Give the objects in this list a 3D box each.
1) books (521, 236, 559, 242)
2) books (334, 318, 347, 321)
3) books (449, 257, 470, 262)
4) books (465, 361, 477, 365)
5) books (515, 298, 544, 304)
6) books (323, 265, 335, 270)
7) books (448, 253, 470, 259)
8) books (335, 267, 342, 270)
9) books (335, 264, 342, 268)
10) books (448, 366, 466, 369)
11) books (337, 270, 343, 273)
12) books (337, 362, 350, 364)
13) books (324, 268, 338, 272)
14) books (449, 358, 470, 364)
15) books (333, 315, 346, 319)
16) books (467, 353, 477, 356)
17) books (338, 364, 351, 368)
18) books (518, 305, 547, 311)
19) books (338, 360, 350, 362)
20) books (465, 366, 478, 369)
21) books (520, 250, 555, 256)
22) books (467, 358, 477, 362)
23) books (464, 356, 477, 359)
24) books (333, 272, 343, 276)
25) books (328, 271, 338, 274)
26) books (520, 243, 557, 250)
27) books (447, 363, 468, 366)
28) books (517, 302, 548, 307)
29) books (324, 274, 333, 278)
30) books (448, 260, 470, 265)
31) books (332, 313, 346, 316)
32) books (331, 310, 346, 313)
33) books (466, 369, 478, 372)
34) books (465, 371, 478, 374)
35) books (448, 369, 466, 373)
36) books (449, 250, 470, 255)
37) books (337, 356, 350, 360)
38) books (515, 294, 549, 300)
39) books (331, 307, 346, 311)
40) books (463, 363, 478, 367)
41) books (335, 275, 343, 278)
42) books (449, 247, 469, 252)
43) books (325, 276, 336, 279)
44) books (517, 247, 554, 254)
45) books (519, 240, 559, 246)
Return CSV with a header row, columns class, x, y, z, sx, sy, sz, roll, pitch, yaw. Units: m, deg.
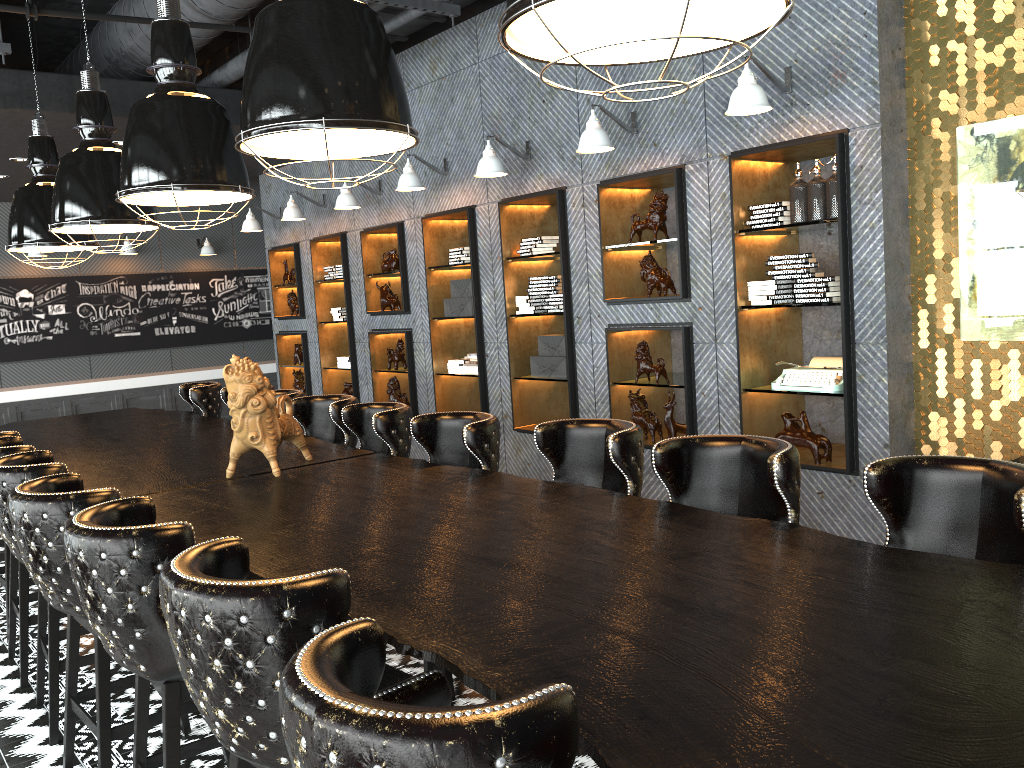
class,x,y,z,sx,sy,sz,roll,pitch,yaw
books,0.223,-1.128,6.907,0.194,0.028,0.245,-8,7,-38
books,-1.737,-0.689,9.399,0.246,0.028,0.193,-9,8,-42
books,-0.408,-1.077,7.654,0.193,0.028,0.245,-7,6,-27
books,-0.276,-0.189,7.594,0.197,0.023,0.248,-6,6,-21
books,0.178,-0.651,6.916,0.245,0.028,0.194,-7,6,-25
books,-1.876,-1.250,9.490,0.194,0.028,0.245,-9,8,-41
books,-0.394,-1.105,7.647,0.245,0.028,0.194,2,8,43
books,-1.694,-1.211,9.270,0.245,0.028,0.194,0,7,32
books,-1.695,-1.239,9.267,0.245,0.028,0.194,-1,6,24
books,-0.432,-0.154,7.845,0.227,0.024,0.166,-2,6,20
books,-1.675,-1.188,9.308,0.245,0.028,0.194,0,7,34
books,-1.728,-0.232,9.464,0.227,0.024,0.166,1,7,38
books,-1.874,-1.222,9.493,0.194,0.028,0.245,-8,7,-33
books,-0.423,-0.204,7.832,0.179,0.029,0.225,0,7,37
books,-1.739,-0.712,9.346,0.245,0.028,0.193,-7,7,-29
books,-0.258,-0.256,7.596,0.185,0.024,0.212,-9,8,-43
books,-1.710,-0.204,9.460,0.243,0.034,0.180,-2,6,21
books,0.205,-0.595,6.914,0.246,0.028,0.193,-8,7,-39
books,-1.713,-0.258,9.476,0.175,0.024,0.243,2,8,43
books,-0.275,-0.147,7.592,0.202,0.022,0.228,-8,7,-35
books,0.198,-1.012,6.895,0.193,0.028,0.245,-6,6,-22
books,-0.248,-0.213,7.594,0.247,0.023,0.244,0,7,37
books,-0.272,-0.232,7.580,0.197,0.020,0.206,-8,7,-36
books,-1.713,-1.154,9.275,0.245,0.028,0.194,1,7,39
books,-1.841,-1.198,9.521,0.194,0.028,0.245,-7,7,-31
books,0.204,-1.070,6.908,0.194,0.028,0.245,-7,7,-30
books,-0.428,-0.181,7.874,0.243,0.024,0.175,-8,7,-39
books,0.186,-0.627,6.961,0.245,0.028,0.193,-7,7,-32
books,-1.891,-1.165,9.509,0.193,0.028,0.245,-7,6,-26
books,-0.404,-1.050,7.670,0.194,0.028,0.245,-8,7,-38
books,-1.749,-0.744,9.388,0.246,0.028,0.193,-8,7,-38
books,-1.772,-0.771,9.394,0.246,0.028,0.193,-8,7,-35
books,-0.273,-0.125,7.593,0.159,0.021,0.224,-7,7,-29
books,-0.272,-0.104,7.585,0.167,0.023,0.228,-8,7,-38
books,-0.414,-0.126,7.841,0.243,0.034,0.180,0,7,31
books,-0.407,-1.137,7.691,0.194,0.028,0.245,-7,7,-32
books,-1.725,-0.282,9.458,0.179,0.029,0.225,0,7,35
books,0.180,-0.682,6.942,0.245,0.028,0.193,-7,7,-31
books,-1.765,-0.801,9.399,0.193,0.028,0.246,2,8,45
books,-0.280,-0.166,7.585,0.205,0.019,0.264,-8,7,-39
books,-1.689,-1.127,9.277,0.245,0.028,0.194,0,7,31
books,-0.400,-1.161,7.645,0.194,0.028,0.245,-8,7,-35
books,-1.869,-1.138,9.501,0.194,0.028,0.245,-8,7,-34
books,0.178,-1.041,6.914,0.193,0.028,0.245,-7,6,-27
books,0.212,-1.099,6.910,0.245,0.028,0.194,2,8,44
